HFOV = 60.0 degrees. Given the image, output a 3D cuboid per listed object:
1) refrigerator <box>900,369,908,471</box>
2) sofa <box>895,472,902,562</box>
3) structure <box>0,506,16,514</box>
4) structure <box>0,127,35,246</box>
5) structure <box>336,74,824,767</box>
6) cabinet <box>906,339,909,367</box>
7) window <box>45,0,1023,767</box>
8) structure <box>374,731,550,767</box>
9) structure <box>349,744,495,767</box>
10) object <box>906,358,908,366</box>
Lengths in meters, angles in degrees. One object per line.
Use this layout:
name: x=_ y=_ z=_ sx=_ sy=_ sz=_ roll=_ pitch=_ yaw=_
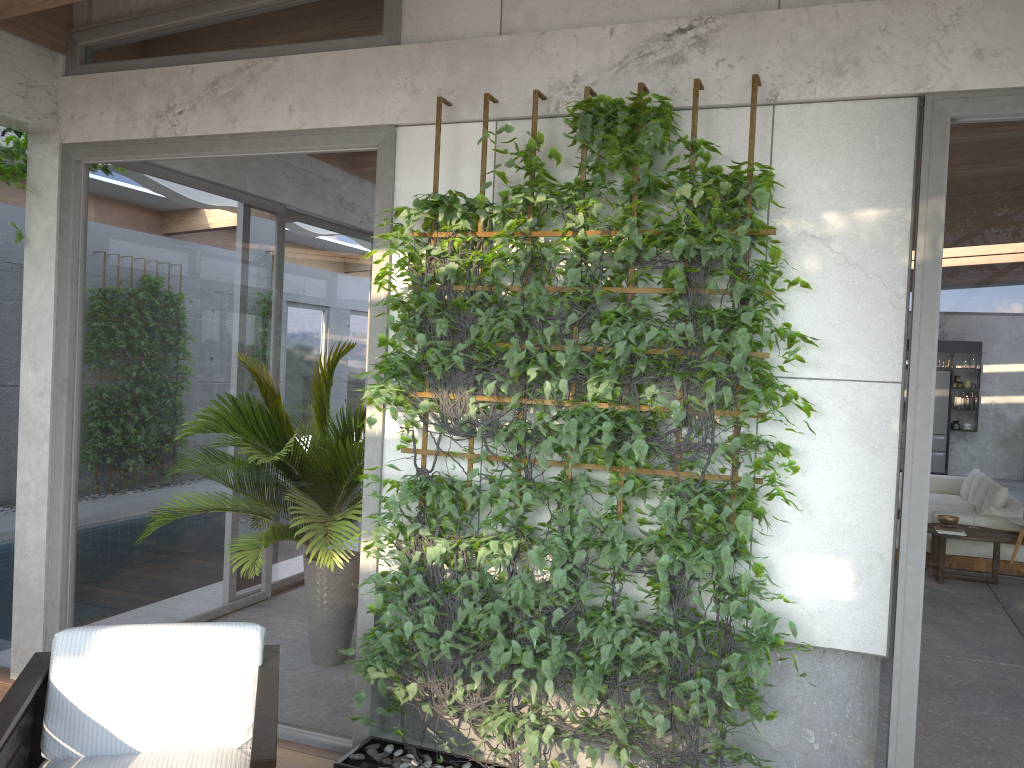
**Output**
refrigerator: x=7.722 y=0.696 z=16.869 sx=0.943 sy=1.916 sz=0.852 roll=3 pitch=1 yaw=21
sofa: x=4.562 y=1.388 z=9.936 sx=1.965 sy=0.777 sz=3.733 roll=3 pitch=1 yaw=21
structure: x=-4.263 y=1.260 z=11.232 sx=0.477 sy=0.068 sz=13.673 roll=3 pitch=1 yaw=21
structure: x=-2.679 y=-1.552 z=4.377 sx=0.918 sy=2.054 sz=1.822 roll=3 pitch=1 yaw=18
structure: x=0.221 y=0.237 z=3.298 sx=1.851 sy=2.669 sz=0.500 roll=3 pitch=1 yaw=21
cabinet: x=5.774 y=0.326 z=17.240 sx=5.901 sy=2.502 sz=0.709 roll=3 pitch=1 yaw=19
window: x=3.070 y=-0.263 z=10.697 sx=14.294 sy=3.764 sz=23.280 roll=3 pitch=1 yaw=21
structure: x=0.718 y=1.360 z=4.428 sx=2.012 sy=0.595 sz=2.203 roll=3 pitch=1 yaw=21
structure: x=-0.202 y=1.506 z=3.408 sx=0.928 sy=0.044 sz=0.231 roll=3 pitch=1 yaw=21
object: x=7.402 y=-0.434 z=16.755 sx=0.186 sy=0.174 sz=0.208 roll=2 pitch=2 yaw=-29
